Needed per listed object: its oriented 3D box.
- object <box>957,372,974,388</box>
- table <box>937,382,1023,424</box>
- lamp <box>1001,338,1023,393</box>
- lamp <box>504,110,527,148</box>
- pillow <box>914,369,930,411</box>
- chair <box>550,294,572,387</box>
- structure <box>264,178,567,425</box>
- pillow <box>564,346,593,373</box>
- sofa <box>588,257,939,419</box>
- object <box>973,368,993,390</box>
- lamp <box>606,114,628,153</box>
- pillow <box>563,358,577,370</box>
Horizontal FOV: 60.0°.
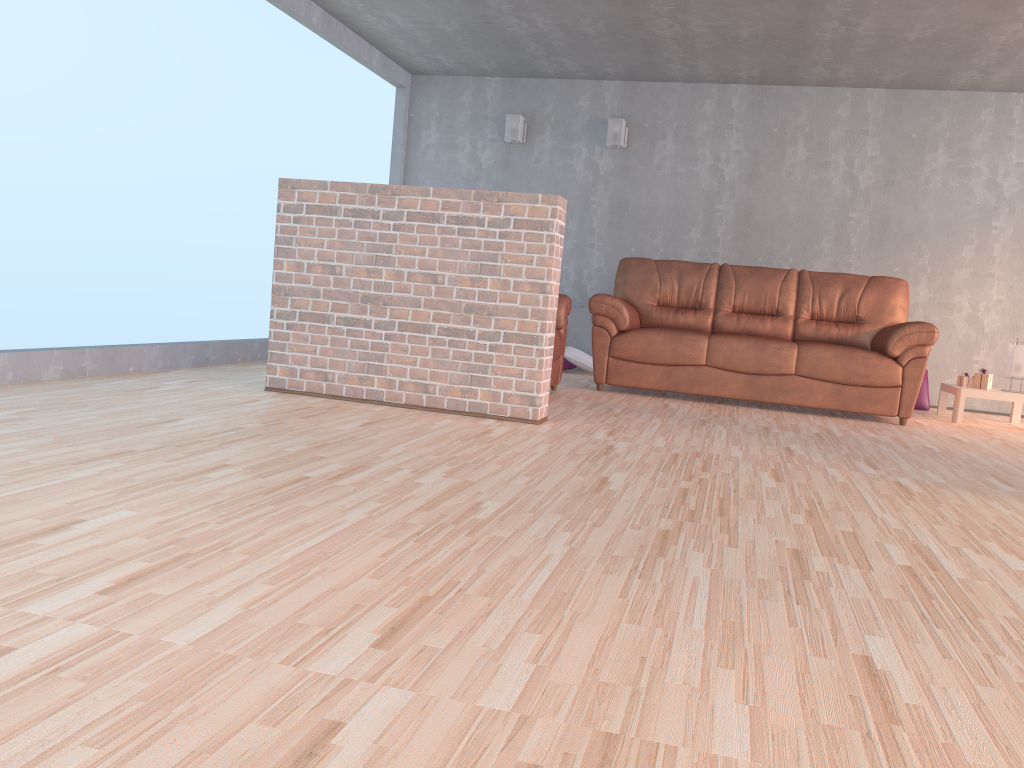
[{"bbox_3d":[3.208,-0.028,6.222,0.152,0.105,0.080,3,6,-17],"label":"object"},{"bbox_3d":[3.335,0.157,6.203,0.548,0.241,0.548,7,6,14],"label":"table"},{"bbox_3d":[3.488,-0.126,6.102,0.140,0.376,0.140,7,6,14],"label":"lamp"},{"bbox_3d":[0.024,-2.198,7.658,0.165,0.319,0.168,7,6,14],"label":"lamp"},{"bbox_3d":[3.055,0.031,6.867,0.327,0.326,0.241,6,6,8],"label":"pillow"},{"bbox_3d":[-0.160,-0.455,5.464,0.936,0.879,0.970,6,6,13],"label":"chair"},{"bbox_3d":[-0.489,-0.420,4.341,1.422,1.057,0.211,7,6,14],"label":"structure"},{"bbox_3d":[0.569,-0.203,7.380,0.357,0.205,0.388,5,6,0],"label":"pillow"},{"bbox_3d":[1.671,-0.379,6.148,2.202,0.923,0.981,7,6,14],"label":"sofa"},{"bbox_3d":[3.258,-0.038,6.134,0.099,0.147,0.102,10,8,42],"label":"object"},{"bbox_3d":[0.878,-2.100,7.451,0.165,0.319,0.177,7,6,14],"label":"lamp"},{"bbox_3d":[0.314,-0.190,7.420,0.392,0.130,0.365,9,7,34],"label":"pillow"}]
